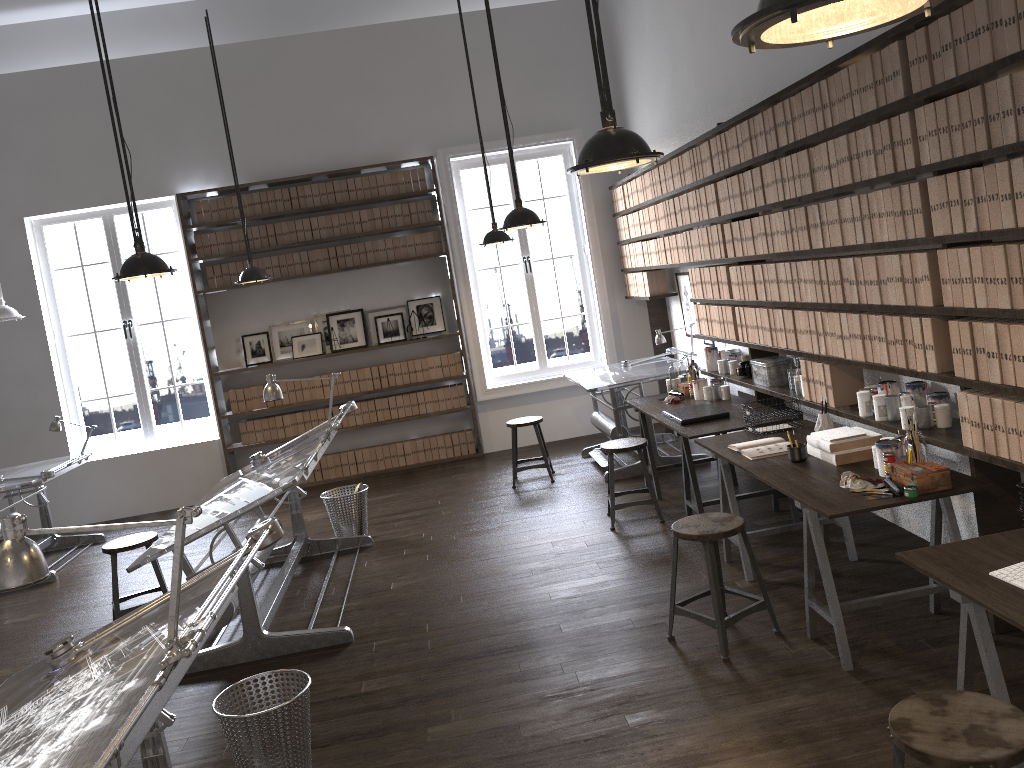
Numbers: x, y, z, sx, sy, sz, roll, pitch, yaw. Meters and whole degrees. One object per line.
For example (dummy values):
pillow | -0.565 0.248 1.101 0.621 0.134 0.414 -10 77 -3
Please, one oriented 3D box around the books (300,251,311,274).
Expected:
books | -2.028 -1.192 8.732 0.067 0.225 0.175 -10 5 -5

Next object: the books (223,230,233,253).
books | -2.759 -1.381 8.656 0.067 0.225 0.175 -10 5 -5

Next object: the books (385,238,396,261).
books | -1.210 -1.332 8.805 0.067 0.225 0.175 -9 5 -4

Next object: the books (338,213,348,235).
books | -1.662 -1.570 8.754 0.067 0.225 0.175 -9 5 -4

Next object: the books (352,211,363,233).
books | -1.524 -1.593 8.760 0.067 0.225 0.175 -10 5 -5

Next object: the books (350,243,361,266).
books | -1.545 -1.275 8.780 0.067 0.225 0.175 -10 5 -5

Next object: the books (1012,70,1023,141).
books | 1.705 -0.895 2.819 0.174 0.225 0.067 -10 4 -5

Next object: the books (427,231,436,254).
books | -0.805 -1.402 8.843 0.067 0.225 0.175 -9 5 -4

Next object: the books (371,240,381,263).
books | -1.343 -1.310 8.796 0.067 0.225 0.175 -10 5 -5

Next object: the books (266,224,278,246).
books | -2.343 -1.452 8.689 0.067 0.225 0.175 -10 5 -5

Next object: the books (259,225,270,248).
books | -2.418 -1.440 8.688 0.067 0.225 0.175 -9 5 -4

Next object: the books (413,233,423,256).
books | -0.932 -1.380 8.827 0.067 0.225 0.175 -9 5 -4

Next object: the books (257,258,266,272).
books | -2.439 -1.122 8.701 0.067 0.225 0.175 -9 5 -4

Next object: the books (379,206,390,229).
books | -1.259 -1.639 8.788 0.067 0.225 0.175 -9 5 -4

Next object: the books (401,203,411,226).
books | -1.050 -1.675 8.806 0.067 0.225 0.175 -10 5 -5

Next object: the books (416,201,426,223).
books | -0.904 -1.700 8.819 0.067 0.225 0.175 -10 5 -5

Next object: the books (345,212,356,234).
books | -1.593 -1.581 8.758 0.067 0.225 0.175 -9 5 -4

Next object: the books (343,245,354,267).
books | -1.614 -1.263 8.770 0.067 0.225 0.175 -9 5 -4

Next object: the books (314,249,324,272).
books | -1.895 -1.215 8.748 0.067 0.225 0.175 -10 5 -5

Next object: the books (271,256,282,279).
books | -2.305 -1.144 8.709 0.067 0.225 0.175 -10 5 -5

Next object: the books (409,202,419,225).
books | -0.976 -1.687 8.807 0.067 0.225 0.175 -9 5 -4

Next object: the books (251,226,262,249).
books | -2.487 -1.428 8.677 0.067 0.225 0.175 -9 5 -4

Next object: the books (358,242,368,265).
books | -1.475 -1.287 8.786 0.067 0.225 0.175 -10 5 -5

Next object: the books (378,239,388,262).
books | -1.281 -1.320 8.800 0.067 0.225 0.175 -10 5 -5

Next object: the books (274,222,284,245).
books | -2.271 -1.465 8.700 0.067 0.225 0.175 -9 5 -4

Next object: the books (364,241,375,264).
books | -1.408 -1.298 8.786 0.067 0.225 0.175 -9 5 -4

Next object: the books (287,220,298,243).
books | -2.144 -1.486 8.705 0.067 0.225 0.175 -9 5 -4

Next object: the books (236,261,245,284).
books | -2.640 -1.087 8.685 0.067 0.225 0.175 -9 5 -4

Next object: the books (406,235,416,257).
books | -1.004 -1.368 8.824 0.067 0.225 0.175 -9 5 -4

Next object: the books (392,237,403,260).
books | -1.141 -1.344 8.814 0.067 0.225 0.175 -10 5 -5

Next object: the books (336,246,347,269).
books | -1.684 -1.251 8.769 0.067 0.225 0.175 -9 5 -4

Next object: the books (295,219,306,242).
books | -2.073 -1.498 8.711 0.067 0.225 0.175 -10 5 -5

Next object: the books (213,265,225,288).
books | -2.853 -1.050 8.662 0.067 0.225 0.175 -9 5 -4

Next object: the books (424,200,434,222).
books | -0.829 -1.712 8.823 0.067 0.225 0.175 -9 5 -4

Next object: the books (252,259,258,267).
books | -2.504 -1.110 8.691 0.067 0.225 0.175 -10 5 -5

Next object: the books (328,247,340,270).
books | -1.757 -1.238 8.757 0.067 0.225 0.175 -10 5 -5

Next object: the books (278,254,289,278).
books | -2.237 -1.156 8.719 0.067 0.225 0.175 -9 5 -4

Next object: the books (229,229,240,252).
books | -2.692 -1.392 8.657 0.067 0.225 0.175 -9 5 -4

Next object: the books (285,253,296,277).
books | -2.168 -1.168 8.727 0.067 0.225 0.175 -9 5 -4

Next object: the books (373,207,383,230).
books | -1.325 -1.627 8.776 0.067 0.225 0.175 -10 5 -5

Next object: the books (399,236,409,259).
books | -1.072 -1.356 8.822 0.067 0.225 0.175 -10 5 -5

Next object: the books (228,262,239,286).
books | -2.709 -1.075 8.675 0.067 0.225 0.175 -10 5 -5

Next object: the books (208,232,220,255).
books | -2.891 -1.358 8.641 0.067 0.225 0.175 -9 5 -4

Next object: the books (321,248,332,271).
books | -1.831 -1.226 8.756 0.067 0.225 0.175 -9 5 -4

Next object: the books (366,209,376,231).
books | -1.391 -1.616 8.775 0.067 0.225 0.175 -9 5 -4

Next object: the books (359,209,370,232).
books | -1.453 -1.605 8.768 0.067 0.225 0.175 -9 5 -4

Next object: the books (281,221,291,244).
books | -2.206 -1.476 8.704 0.067 0.225 0.175 -10 5 -5

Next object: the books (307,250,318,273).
books | -1.957 -1.204 8.738 0.067 0.225 0.175 -9 5 -4

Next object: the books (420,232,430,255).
books | -0.867 -1.391 8.833 0.067 0.225 0.175 -10 5 -5

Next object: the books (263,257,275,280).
books | -2.377 -1.132 8.705 0.067 0.225 0.175 -9 5 -4

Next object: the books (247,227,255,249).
books | -2.557 -1.416 8.675 0.067 0.225 0.175 -10 5 -5

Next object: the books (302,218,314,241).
books | -2.002 -1.511 8.720 0.067 0.225 0.175 -10 5 -5

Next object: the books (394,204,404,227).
books | -1.120 -1.662 8.796 0.067 0.225 0.175 -10 5 -5

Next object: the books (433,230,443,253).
books | -0.736 -1.414 8.850 0.067 0.225 0.175 -9 5 -4

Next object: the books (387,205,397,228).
books | -1.190 -1.651 8.794 0.067 0.225 0.175 -9 5 -4

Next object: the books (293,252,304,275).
books | -2.099 -1.180 8.729 0.067 0.225 0.175 -10 5 -5

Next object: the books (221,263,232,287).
books | -2.780 -1.064 8.674 0.067 0.225 0.175 -10 5 -5

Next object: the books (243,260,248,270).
books | -2.571 -1.099 8.691 0.067 0.225 0.175 -9 5 -4

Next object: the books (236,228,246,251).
books | -2.627 -1.404 8.669 0.067 0.225 0.175 -10 5 -5
